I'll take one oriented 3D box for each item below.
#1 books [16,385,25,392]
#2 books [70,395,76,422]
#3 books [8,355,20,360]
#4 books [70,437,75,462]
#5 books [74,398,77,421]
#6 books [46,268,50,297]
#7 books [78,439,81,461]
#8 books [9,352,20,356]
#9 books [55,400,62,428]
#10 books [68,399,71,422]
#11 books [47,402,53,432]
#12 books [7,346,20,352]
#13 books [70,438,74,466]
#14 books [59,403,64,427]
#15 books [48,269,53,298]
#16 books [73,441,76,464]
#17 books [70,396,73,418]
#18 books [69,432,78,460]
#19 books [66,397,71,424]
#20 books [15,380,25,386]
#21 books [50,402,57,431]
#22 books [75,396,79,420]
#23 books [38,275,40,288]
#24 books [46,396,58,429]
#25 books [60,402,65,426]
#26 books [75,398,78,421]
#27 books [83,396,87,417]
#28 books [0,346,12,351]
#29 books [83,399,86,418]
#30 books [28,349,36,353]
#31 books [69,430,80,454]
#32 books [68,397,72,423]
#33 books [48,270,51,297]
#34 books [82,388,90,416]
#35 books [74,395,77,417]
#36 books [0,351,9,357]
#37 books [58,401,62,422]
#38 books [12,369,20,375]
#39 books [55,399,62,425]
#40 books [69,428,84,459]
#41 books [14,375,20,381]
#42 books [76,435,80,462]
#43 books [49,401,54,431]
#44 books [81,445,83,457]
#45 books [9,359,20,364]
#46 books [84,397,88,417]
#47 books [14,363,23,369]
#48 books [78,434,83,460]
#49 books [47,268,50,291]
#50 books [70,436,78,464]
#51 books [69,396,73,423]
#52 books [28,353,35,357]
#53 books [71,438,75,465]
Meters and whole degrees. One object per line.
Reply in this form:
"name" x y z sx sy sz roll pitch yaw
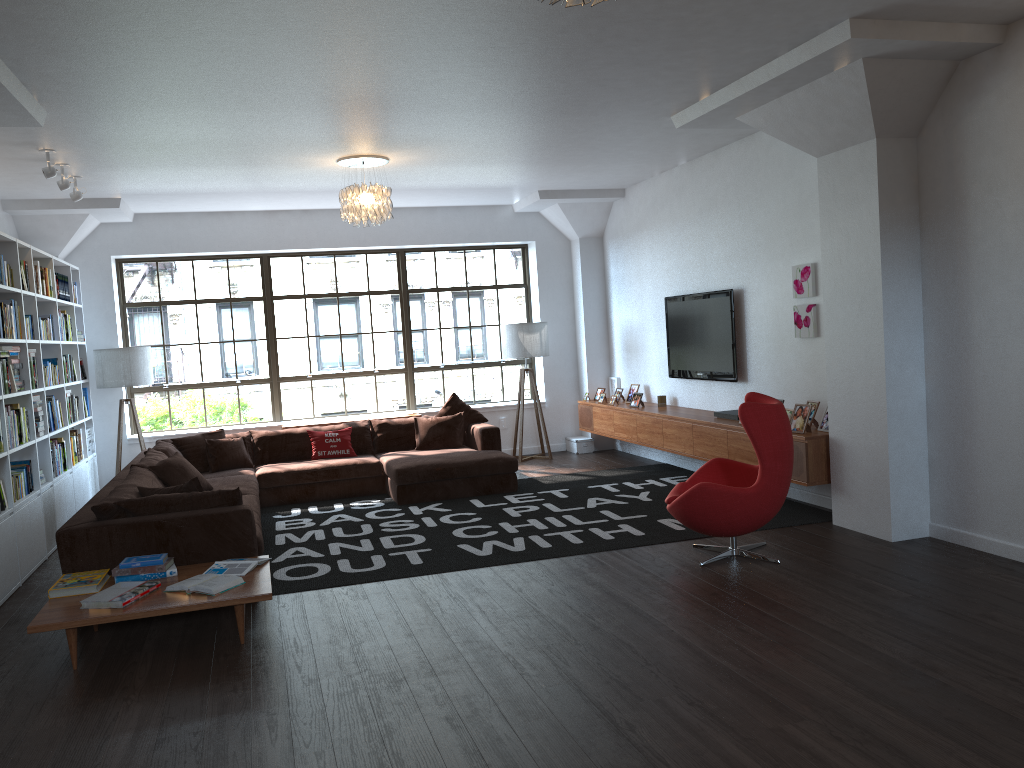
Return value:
"books" -3.674 0.040 6.461 0.171 0.039 0.246 -5 3 -16
"books" -4.172 0.233 8.260 0.183 0.253 0.042 -5 3 -16
"books" -3.724 -0.188 6.472 0.223 0.027 0.161 -5 4 -27
"books" -4.084 0.619 8.059 0.183 0.253 0.036 -5 3 -16
"books" -4.184 0.246 8.325 0.161 0.223 0.032 -5 3 -16
"books" -4.059 -0.860 7.574 0.183 0.253 0.034 -5 3 -16
"books" -4.163 0.628 8.377 0.144 0.207 0.048 -5 3 -16
"books" -3.703 -0.216 6.469 0.144 0.024 0.208 -4 3 -11
"books" -3.968 0.266 7.585 0.174 0.242 0.105 -5 3 -16
"books" -4.098 0.256 8.049 0.161 0.223 0.030 -5 3 -16
"books" -3.869 0.278 7.259 0.174 0.243 0.085 -5 3 -16
"books" -3.697 -0.249 6.465 0.129 0.043 0.185 -4 3 -2
"books" -4.063 0.621 7.991 0.183 0.253 0.036 -5 3 -16
"books" -4.000 0.271 7.709 0.161 0.222 0.084 -5 3 -16
"books" -4.097 -0.865 7.705 0.183 0.253 0.034 -5 3 -16
"books" -4.104 0.617 8.135 0.160 0.250 0.027 -5 3 -16
"books" -4.151 0.238 8.179 0.160 0.251 0.036 -5 3 -16
"books" -4.144 0.598 8.216 0.198 0.284 0.066 -5 3 -16
"books" -4.083 0.244 7.979 0.174 0.251 0.051 -5 3 -16
"books" -3.679 0.002 6.456 0.160 0.039 0.251 -4 3 -11
"books" -3.890 0.270 7.343 0.182 0.253 0.098 -5 3 -16
"books" -4.234 0.238 8.476 0.168 0.228 0.139 -5 3 -16
"books" -3.983 -0.833 7.303 0.161 0.223 0.027 -5 3 -16
"books" -3.937 0.249 7.437 0.197 0.290 0.136 -5 3 -16
"books" -4.012 0.272 7.741 0.161 0.218 0.101 -5 3 -16
"books" -4.203 0.251 8.395 0.161 0.221 0.035 -5 4 -17
"books" -4.316 0.233 8.796 0.161 0.213 0.118 -5 3 -16
"books" -3.562 -0.237 6.056 0.223 0.027 0.161 -4 3 -7
"books" -4.287 0.225 8.700 0.172 0.235 0.112 -5 3 -16
"books" -3.793 -0.247 6.789 0.224 0.030 0.161 -4 3 -6
"books" -4.147 0.584 8.332 0.140 0.298 0.044 -5 3 -16
"books" -4.122 0.242 8.078 0.183 0.253 0.039 -5 3 -16
"books" -4.091 -0.862 7.676 0.160 0.250 0.026 -5 3 -16
"books" -4.365 0.188 8.938 0.176 0.290 0.053 -5 3 -16
"books" -4.201 0.231 8.357 0.160 0.251 0.039 -5 3 -16
"books" -3.574 -0.200 6.078 0.174 0.045 0.240 -5 4 -17
"books" -4.000 0.260 7.677 0.159 0.248 0.089 -5 3 -16
"books" -3.697 -0.081 6.458 0.168 0.045 0.231 -5 4 -21
"books" -3.986 0.260 7.635 0.170 0.251 0.118 -5 3 -16
"books" -4.229 0.581 8.536 0.176 0.290 0.053 -5 3 -16
"books" -3.704 -0.036 6.443 0.180 0.042 0.259 -5 3 -16
"books" -4.148 0.613 8.280 0.189 0.247 0.057 -5 3 -16
"books" -3.887 0.271 7.295 0.182 0.255 0.077 -5 3 -16
"books" -4.213 0.616 8.500 0.161 0.223 0.027 -5 3 -16
"books" -3.701 -0.160 6.455 0.161 0.033 0.223 -5 3 -16
"books" -4.336 0.232 8.843 0.161 0.213 0.146 -5 3 -16
"books" -3.691 -0.124 6.453 0.183 0.042 0.253 -5 3 -16
"books" -4.202 0.606 8.459 0.171 0.246 0.057 -5 3 -16
"books" -4.072 -0.861 7.605 0.183 0.253 0.034 -5 3 -16
"books" -4.111 0.614 8.166 0.183 0.253 0.037 -5 3 -16
"books" -4.138 0.241 8.145 0.171 0.246 0.036 -5 3 -16
"books" -3.788 -0.217 6.783 0.223 0.031 0.161 -5 3 -16
"books" -4.070 0.620 8.026 0.183 0.253 0.037 -5 3 -16
